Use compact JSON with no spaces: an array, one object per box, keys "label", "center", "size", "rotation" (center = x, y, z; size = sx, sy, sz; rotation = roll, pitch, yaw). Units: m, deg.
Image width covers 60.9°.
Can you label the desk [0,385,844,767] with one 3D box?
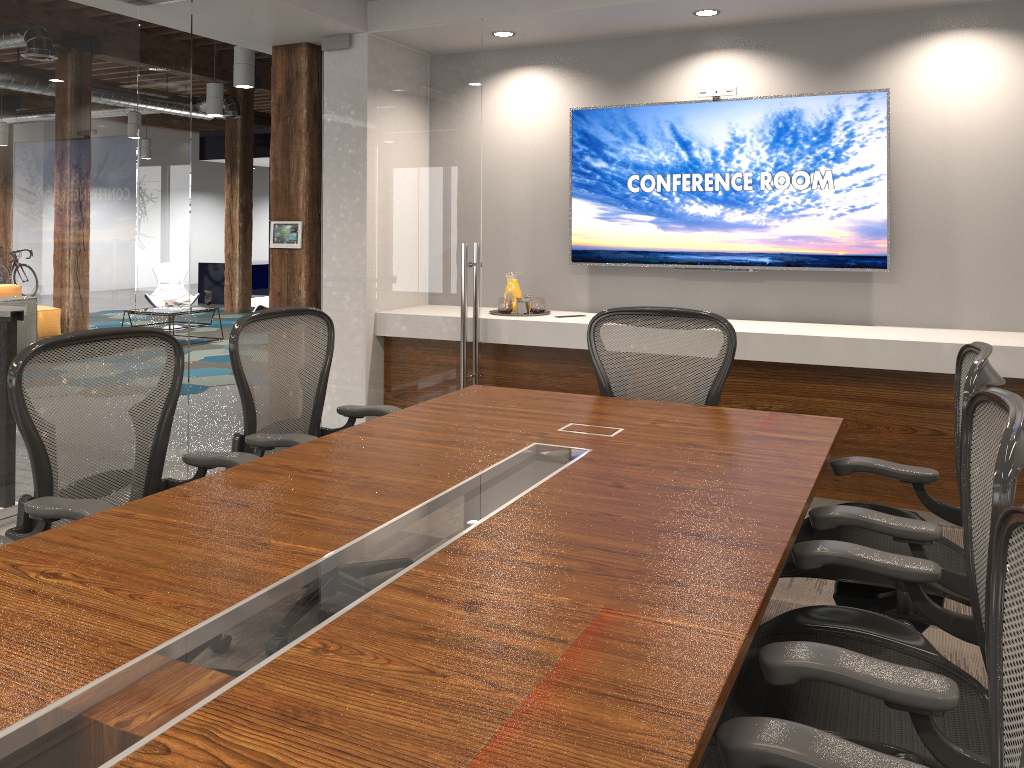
[{"label":"desk","center":[-0.820,0.918,0.498],"size":[1.407,0.747,6.110],"rotation":[4,11,25]}]

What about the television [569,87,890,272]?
[{"label":"television","center":[1.245,-1.236,5.259],"size":[1.913,1.104,0.065],"rotation":[4,1,25]}]

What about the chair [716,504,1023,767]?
[{"label":"chair","center":[0.307,0.686,0.911],"size":[0.792,1.086,0.776],"rotation":[1,3,11]}]

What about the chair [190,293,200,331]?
[{"label":"chair","center":[-4.611,-1.165,11.686],"size":[0.677,0.917,0.794],"rotation":[-2,4,-37]}]

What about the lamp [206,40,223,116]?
[{"label":"lamp","center":[-3.788,-4.354,11.118],"size":[0.203,1.857,0.205],"rotation":[0,-1,25]}]

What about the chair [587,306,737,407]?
[{"label":"chair","center":[0.509,0.283,3.171],"size":[0.770,1.086,0.798],"rotation":[1,3,9]}]

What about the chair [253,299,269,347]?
[{"label":"chair","center":[-2.745,-0.928,10.391],"size":[0.790,0.918,0.680],"rotation":[-2,4,-27]}]

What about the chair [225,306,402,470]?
[{"label":"chair","center":[-0.640,0.278,3.181],"size":[0.764,1.086,0.805],"rotation":[2,4,31]}]

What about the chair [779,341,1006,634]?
[{"label":"chair","center":[0.983,0.421,2.408],"size":[0.762,1.086,0.807],"rotation":[2,3,27]}]

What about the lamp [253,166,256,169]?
[{"label":"lamp","center":[-6.274,-6.124,20.998],"size":[0.203,1.857,0.205],"rotation":[0,-1,25]}]

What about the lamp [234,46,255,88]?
[{"label":"lamp","center":[-2.721,-3.949,8.866],"size":[0.203,1.857,0.205],"rotation":[0,-1,25]}]

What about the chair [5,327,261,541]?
[{"label":"chair","center":[-1.013,0.397,2.505],"size":[0.792,1.086,0.776],"rotation":[1,3,9]}]

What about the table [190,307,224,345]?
[{"label":"table","center":[-4.083,-0.704,10.459],"size":[0.845,0.385,0.859],"rotation":[4,9,25]}]

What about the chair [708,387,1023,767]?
[{"label":"chair","center":[0.643,0.549,1.685],"size":[0.764,1.086,0.805],"rotation":[2,4,36]}]

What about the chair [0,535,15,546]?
[{"label":"chair","center":[-1.323,0.534,1.731],"size":[0.762,1.086,0.807],"rotation":[1,3,18]}]
